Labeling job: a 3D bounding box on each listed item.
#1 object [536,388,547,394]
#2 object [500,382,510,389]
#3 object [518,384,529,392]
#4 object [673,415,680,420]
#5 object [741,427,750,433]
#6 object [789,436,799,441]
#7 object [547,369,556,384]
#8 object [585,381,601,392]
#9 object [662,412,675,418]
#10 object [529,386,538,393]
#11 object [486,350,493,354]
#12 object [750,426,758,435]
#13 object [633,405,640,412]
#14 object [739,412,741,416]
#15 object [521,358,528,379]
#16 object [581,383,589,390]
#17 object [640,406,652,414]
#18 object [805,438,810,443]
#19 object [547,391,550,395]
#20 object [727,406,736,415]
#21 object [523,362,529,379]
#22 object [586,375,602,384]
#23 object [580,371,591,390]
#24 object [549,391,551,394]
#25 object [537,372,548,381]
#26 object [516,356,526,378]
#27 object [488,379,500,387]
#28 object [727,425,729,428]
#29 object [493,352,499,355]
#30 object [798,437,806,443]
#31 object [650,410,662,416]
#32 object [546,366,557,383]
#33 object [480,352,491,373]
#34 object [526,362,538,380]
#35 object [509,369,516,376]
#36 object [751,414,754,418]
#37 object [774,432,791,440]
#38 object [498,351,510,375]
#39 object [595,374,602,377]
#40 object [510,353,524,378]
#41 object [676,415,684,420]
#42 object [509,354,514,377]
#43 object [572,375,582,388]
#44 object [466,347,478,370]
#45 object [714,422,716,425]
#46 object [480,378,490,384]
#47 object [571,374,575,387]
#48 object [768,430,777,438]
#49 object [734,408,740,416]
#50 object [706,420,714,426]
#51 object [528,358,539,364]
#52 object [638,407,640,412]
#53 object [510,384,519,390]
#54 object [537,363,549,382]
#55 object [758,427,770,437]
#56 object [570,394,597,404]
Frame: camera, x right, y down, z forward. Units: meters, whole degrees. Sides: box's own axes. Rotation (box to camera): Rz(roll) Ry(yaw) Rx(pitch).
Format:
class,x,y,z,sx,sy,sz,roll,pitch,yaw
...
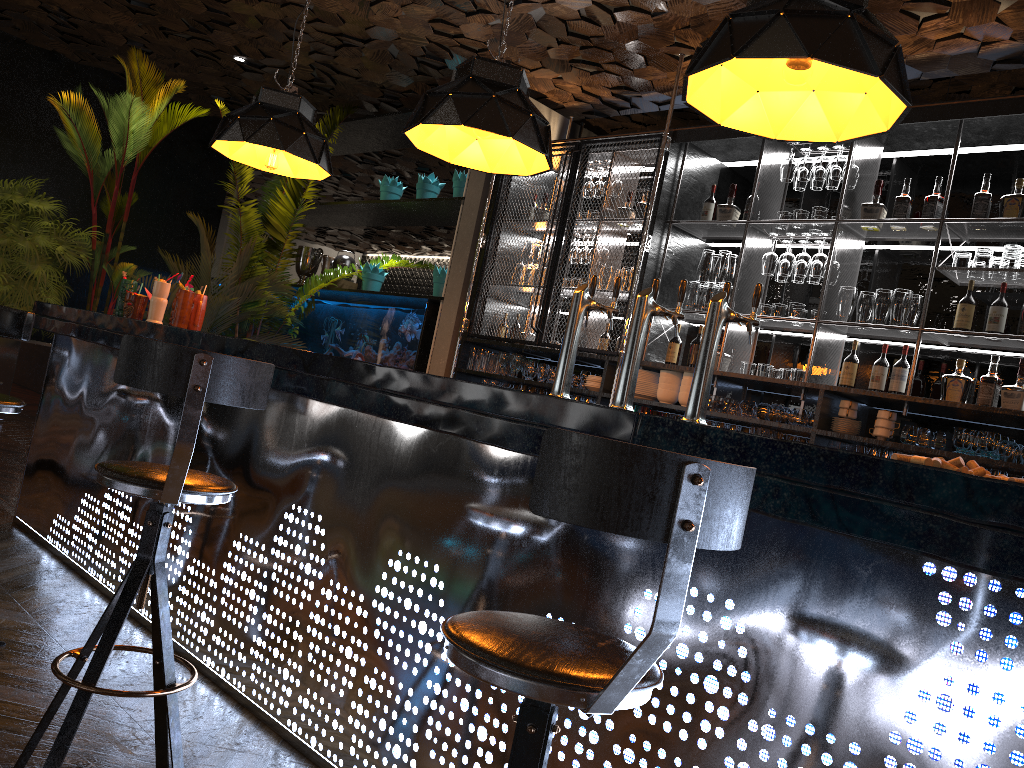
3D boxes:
class,x,y,z,sx,sy,sz,roll,pitch,yaw
object,0.196,0.147,6.296,0.088,0.229,0.077,10,-2,45
object,-0.075,0.101,6.621,0.091,0.227,0.091,11,-2,8
object,0.066,0.121,6.307,0.077,0.229,0.088,13,-2,-31
object,1.002,0.301,5.503,0.082,0.213,0.082,11,-2,22
object,1.357,0.365,5.201,0.084,0.216,0.084,12,-1,-2
object,1.565,0.401,4.978,0.092,0.218,0.092,12,-2,6
object,0.286,-0.048,6.142,0.078,0.103,0.078,12,-1,-2
object,0.588,0.029,5.919,0.211,0.060,0.209,12,-1,5
object,0.938,0.286,5.446,0.082,0.213,0.082,12,-2,-15
object,0.130,0.136,6.370,0.088,0.229,0.077,12,-1,5
object,-0.193,-0.168,6.787,0.067,0.174,0.067,12,-2,-19
object,1.367,0.357,5.042,0.071,0.226,0.071,11,-2,17
object,0.759,0.247,5.673,0.073,0.229,0.073,11,-2,34
object,1.357,0.176,5.243,0.049,0.048,0.044,11,-2,33
object,0.092,-0.109,6.675,0.087,0.170,0.087,12,-2,6
object,0.515,0.005,6.274,0.078,0.099,0.078,11,-2,12
object,0.823,0.258,5.600,0.073,0.229,0.073,11,-2,34
object,1.605,0.405,4.806,0.071,0.217,0.071,13,-2,-36
object,0.249,0.163,6.495,0.077,0.229,0.088,11,-2,20
object,1.279,0.158,5.172,0.044,0.048,0.049,12,-1,-2
object,0.119,-0.091,6.405,0.081,0.132,0.081,11,-2,17
object,0.597,-0.011,5.919,0.209,0.060,0.211,12,-1,0
object,0.496,-0.022,6.050,0.074,0.131,0.074,13,-2,-32
object,0.284,0.168,6.380,0.077,0.229,0.088,13,-2,-43
object,0.222,-0.070,6.396,0.081,0.132,0.081,11,-2,17
object,0.046,-0.123,6.501,0.087,0.170,0.087,12,-2,6
object,-0.149,0.084,6.550,0.091,0.227,0.091,12,-2,-22
object,1.293,0.353,5.258,0.084,0.216,0.084,11,-2,38
object,-0.132,-0.154,6.852,0.067,0.174,0.067,12,-2,6
object,1.589,0.404,4.878,0.071,0.217,0.071,13,-2,-36
object,0.877,0.275,5.509,0.082,0.213,0.082,12,-2,-15
object,0.276,-0.061,6.278,0.074,0.131,0.074,13,-2,-32
object,-0.199,-0.161,6.656,0.058,0.152,0.051,13,-2,-40
object,0.141,-0.089,6.310,0.081,0.132,0.081,11,-2,17
object,0.005,-0.114,6.864,0.051,0.152,0.058,12,-2,6
object,1.429,0.193,5.322,0.044,0.048,0.049,12,-2,-8
object,1.479,0.382,4.913,0.092,0.218,0.092,12,-2,6
object,-0.072,-0.147,6.508,0.087,0.170,0.087,12,-2,6
object,0.598,0.003,6.196,0.074,0.131,0.074,13,-2,-32
object,0.025,-0.130,6.393,0.087,0.170,0.087,12,-2,6
object,1.010,0.299,5.371,0.082,0.213,0.082,12,-2,-11
object,0.010,-0.128,6.592,0.087,0.170,0.087,12,-2,6
object,0.454,-0.009,6.218,0.078,0.099,0.078,11,-2,12
object,-0.304,-0.191,6.776,0.067,0.174,0.067,13,-2,-36
object,1.233,0.342,5.325,0.084,0.216,0.084,13,-2,-33
object,-0.212,0.072,6.618,0.091,0.227,0.091,11,-2,8
object,0.389,-0.024,6.153,0.078,0.099,0.078,11,-2,12
object,1.446,0.373,5.019,0.071,0.226,0.071,11,-2,17
object,1.317,0.167,5.213,0.049,0.048,0.044,12,-2,-12
object,1.136,0.320,5.236,0.084,0.216,0.084,11,-2,34
object,0.146,-0.099,6.603,0.087,0.170,0.087,12,-2,6
object,0.832,0.269,5.929,0.073,0.229,0.073,11,-2,34
object,0.008,0.120,6.700,0.091,0.227,0.091,11,-2,8
object,0.213,-0.075,6.219,0.074,0.131,0.074,13,-2,-32
object,1.390,0.360,4.962,0.071,0.226,0.071,11,-2,17
object,0.501,0.204,6.001,0.376,0.227,0.186,10,-2,44
